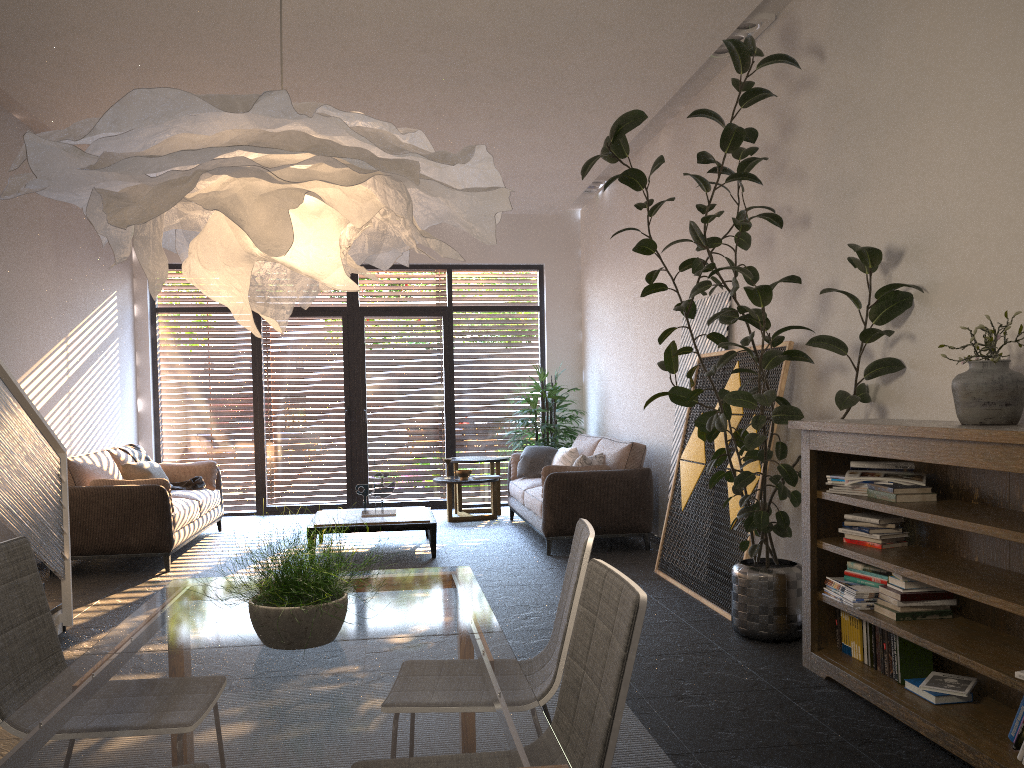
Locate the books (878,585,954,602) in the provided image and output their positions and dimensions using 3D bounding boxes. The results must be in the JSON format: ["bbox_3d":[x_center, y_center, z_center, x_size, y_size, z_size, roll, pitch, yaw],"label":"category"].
[{"bbox_3d":[1.670,0.863,3.668,0.225,0.029,0.179,-1,-1,-5],"label":"books"}]

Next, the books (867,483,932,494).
[{"bbox_3d":[1.634,0.439,3.740,0.166,0.024,0.227,-1,-1,-4],"label":"books"}]

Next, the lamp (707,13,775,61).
[{"bbox_3d":[1.387,-2.182,5.541,0.253,0.066,0.644,-1,-1,-8],"label":"lamp"}]

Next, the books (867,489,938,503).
[{"bbox_3d":[1.641,0.468,3.734,0.179,0.034,0.243,-1,-1,-5],"label":"books"}]

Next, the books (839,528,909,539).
[{"bbox_3d":[1.628,0.668,3.992,0.174,0.019,0.243,-1,-1,-23],"label":"books"}]

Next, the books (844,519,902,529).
[{"bbox_3d":[1.625,0.624,3.991,0.221,0.023,0.147,-2,-1,33],"label":"books"}]

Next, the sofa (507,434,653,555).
[{"bbox_3d":[0.582,0.973,8.466,0.993,0.921,2.319,-1,-1,-8],"label":"sofa"}]

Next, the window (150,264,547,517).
[{"bbox_3d":[-1.873,0.025,10.595,4.941,3.034,0.459,-1,2,-8],"label":"window"}]

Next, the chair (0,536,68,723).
[{"bbox_3d":[-1.147,0.902,2.469,0.601,0.921,0.474,-1,1,-5],"label":"chair"}]

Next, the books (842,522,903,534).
[{"bbox_3d":[1.625,0.647,3.998,0.162,0.023,0.231,-1,-1,-7],"label":"books"}]

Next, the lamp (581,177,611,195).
[{"bbox_3d":[0.848,-2.106,9.351,0.253,0.066,0.644,-1,-1,-8],"label":"lamp"}]

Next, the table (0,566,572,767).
[{"bbox_3d":[-0.509,0.985,2.161,0.997,0.715,1.798,-1,-1,-8],"label":"table"}]

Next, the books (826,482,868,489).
[{"bbox_3d":[1.620,0.450,3.968,0.252,0.011,0.318,-1,-1,-26],"label":"books"}]

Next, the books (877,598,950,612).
[{"bbox_3d":[1.670,0.913,3.686,0.227,0.024,0.166,-1,-1,-10],"label":"books"}]

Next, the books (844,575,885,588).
[{"bbox_3d":[1.629,0.871,3.919,0.175,0.023,0.249,-1,-1,-27],"label":"books"}]

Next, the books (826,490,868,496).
[{"bbox_3d":[1.618,0.482,3.950,0.252,0.011,0.318,0,-1,-35],"label":"books"}]

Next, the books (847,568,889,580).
[{"bbox_3d":[1.646,0.829,3.914,0.192,0.014,0.255,-1,-1,-20],"label":"books"}]

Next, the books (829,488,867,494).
[{"bbox_3d":[1.625,0.471,3.942,0.252,0.011,0.318,0,-1,-38],"label":"books"}]

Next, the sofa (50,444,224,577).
[{"bbox_3d":[-3.291,1.037,7.922,0.993,0.921,2.319,-1,-1,-8],"label":"sofa"}]

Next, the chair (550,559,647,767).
[{"bbox_3d":[-0.044,0.870,1.869,0.601,0.921,0.474,-1,2,-8],"label":"chair"}]

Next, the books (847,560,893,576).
[{"bbox_3d":[1.647,0.807,3.915,0.193,0.028,0.245,-1,-1,-28],"label":"books"}]

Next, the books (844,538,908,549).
[{"bbox_3d":[1.637,0.710,3.989,0.158,0.021,0.224,-1,-1,-23],"label":"books"}]

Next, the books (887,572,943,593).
[{"bbox_3d":[1.685,0.813,3.675,0.216,0.069,0.158,-1,0,2],"label":"books"}]

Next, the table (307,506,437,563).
[{"bbox_3d":[-1.211,1.299,7.759,1.049,0.307,1.115,-1,-1,-8],"label":"table"}]

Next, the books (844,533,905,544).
[{"bbox_3d":[1.630,0.689,3.987,0.155,0.022,0.205,-1,-1,-28],"label":"books"}]

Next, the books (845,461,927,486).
[{"bbox_3d":[1.648,0.404,3.900,0.322,0.109,0.272,-1,-1,27],"label":"books"}]

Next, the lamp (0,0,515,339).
[{"bbox_3d":[-0.585,-2.708,2.037,1.118,5.222,1.060,-1,2,3],"label":"lamp"}]

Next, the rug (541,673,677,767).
[{"bbox_3d":[-0.500,1.339,2.191,2.370,0.006,3.683,-1,-1,-8],"label":"rug"}]

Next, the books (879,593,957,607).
[{"bbox_3d":[1.680,0.889,3.675,0.243,0.024,0.175,-1,-1,-1],"label":"books"}]

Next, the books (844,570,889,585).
[{"bbox_3d":[1.629,0.848,3.918,0.175,0.023,0.249,-1,-1,-22],"label":"books"}]

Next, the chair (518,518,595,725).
[{"bbox_3d":[-0.054,0.883,2.609,0.601,0.921,0.474,-1,1,2],"label":"chair"}]

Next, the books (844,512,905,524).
[{"bbox_3d":[1.629,0.603,3.984,0.155,0.020,0.205,-1,-1,-23],"label":"books"}]

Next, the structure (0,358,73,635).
[{"bbox_3d":[-0.910,-2.828,0.981,4.233,8.322,8.452,-1,1,-8],"label":"structure"}]

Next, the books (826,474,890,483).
[{"bbox_3d":[1.628,0.419,3.978,0.252,0.011,0.318,0,-1,-31],"label":"books"}]

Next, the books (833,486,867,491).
[{"bbox_3d":[1.636,0.460,3.927,0.252,0.011,0.318,0,-1,-41],"label":"books"}]

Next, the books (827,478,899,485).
[{"bbox_3d":[1.628,0.429,3.970,0.252,0.011,0.318,0,-1,-36],"label":"books"}]

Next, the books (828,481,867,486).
[{"bbox_3d":[1.624,0.439,3.952,0.252,0.011,0.318,0,-1,-36],"label":"books"}]
